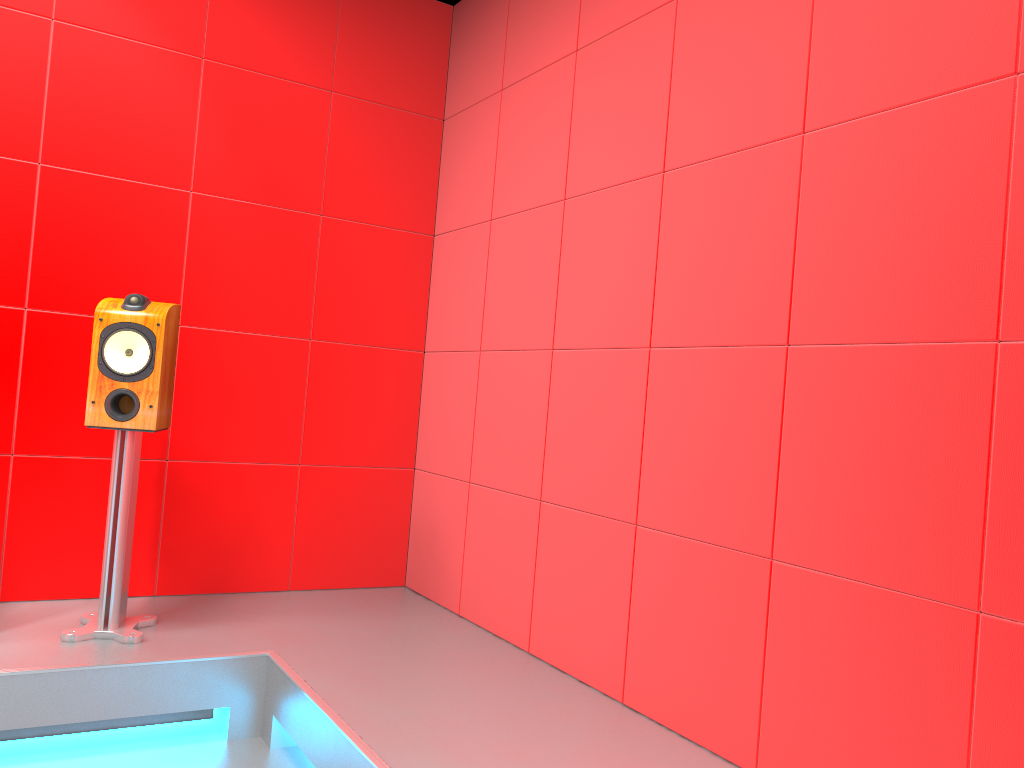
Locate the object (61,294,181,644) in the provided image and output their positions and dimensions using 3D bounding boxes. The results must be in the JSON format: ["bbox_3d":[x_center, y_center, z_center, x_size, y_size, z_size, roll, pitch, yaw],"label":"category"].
[{"bbox_3d":[-1.214,0.248,2.789,0.231,1.058,0.265,5,-1,-11],"label":"object"}]
